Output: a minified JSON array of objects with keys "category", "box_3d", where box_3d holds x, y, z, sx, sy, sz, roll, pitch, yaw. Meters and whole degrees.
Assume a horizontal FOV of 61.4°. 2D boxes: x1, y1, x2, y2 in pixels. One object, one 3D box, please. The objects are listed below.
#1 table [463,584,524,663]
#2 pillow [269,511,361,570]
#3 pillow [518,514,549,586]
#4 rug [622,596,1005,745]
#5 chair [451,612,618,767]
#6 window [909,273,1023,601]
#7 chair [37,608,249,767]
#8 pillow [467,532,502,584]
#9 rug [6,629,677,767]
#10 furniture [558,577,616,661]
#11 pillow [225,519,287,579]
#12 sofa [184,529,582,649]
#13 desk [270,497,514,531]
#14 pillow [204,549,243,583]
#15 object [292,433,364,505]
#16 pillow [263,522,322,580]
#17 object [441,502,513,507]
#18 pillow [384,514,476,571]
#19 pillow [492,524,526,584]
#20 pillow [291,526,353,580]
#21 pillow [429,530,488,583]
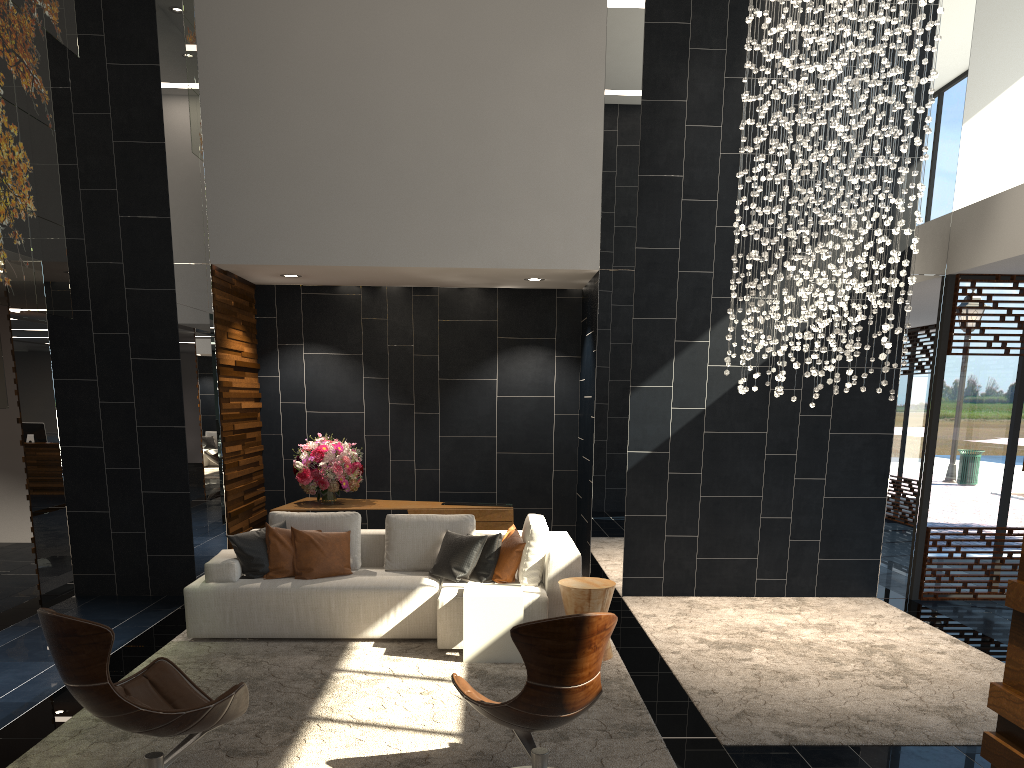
[{"category":"table","box_3d":[-0.132,1.644,5.946,0.400,0.482,0.387,0,7,-2]},{"category":"pillow","box_3d":[-1.541,1.225,6.748,0.719,0.469,0.238,1,9,-2]},{"category":"pillow","box_3d":[0.156,1.241,6.515,0.218,0.470,0.693,1,3,0]},{"category":"rug","box_3d":[2.210,1.913,6.174,2.333,0.006,3.334,1,-1,-2]},{"category":"chair","box_3d":[0.158,1.375,3.845,0.669,0.961,0.770,-5,9,-34]},{"category":"window","box_3d":[4.924,-1.129,4.280,2.359,6.204,5.959,0,6,-2]},{"category":"chair","box_3d":[-1.531,1.354,3.718,0.670,0.961,0.768,4,8,26]},{"category":"pillow","box_3d":[-0.237,1.293,6.489,0.252,0.428,0.543,-5,7,-34]},{"category":"rug","box_3d":[-0.860,1.879,6.131,3.208,0.006,5.759,1,-1,-2]},{"category":"furniture","box_3d":[0.511,1.625,5.960,0.388,0.539,0.383,6,9,33]},{"category":"pillow","box_3d":[-1.858,1.240,6.467,0.547,0.428,0.250,-3,9,-43]},{"category":"sofa","box_3d":[-0.933,1.530,6.540,2.846,0.707,1.258,1,2,-2]},{"category":"desk","box_3d":[-1.091,1.538,8.392,2.240,0.778,0.963,1,4,-2]},{"category":"pillow","box_3d":[-2.135,1.361,6.495,0.239,0.155,0.608,0,0,-7]},{"category":"object","box_3d":[-1.742,0.803,8.177,0.660,0.699,0.670,-1,6,-10]},{"category":"pillow","box_3d":[-1.642,1.240,6.496,0.544,0.445,0.237,-2,9,-35]},{"category":"object","box_3d":[-0.321,1.162,8.307,0.709,0.027,0.235,0,-1,9]},{"category":"pillow","box_3d":[-0.642,1.242,6.774,0.718,0.453,0.280,1,8,-1]},{"category":"pillow","box_3d":[-0.037,1.281,6.450,0.268,0.425,0.505,0,4,-6]},{"category":"pillow","box_3d":[-1.418,1.267,6.497,0.516,0.427,0.261,-2,9,-30]},{"category":"pillow","box_3d":[-0.419,1.293,6.475,0.295,0.377,0.497,-6,7,-42]}]
